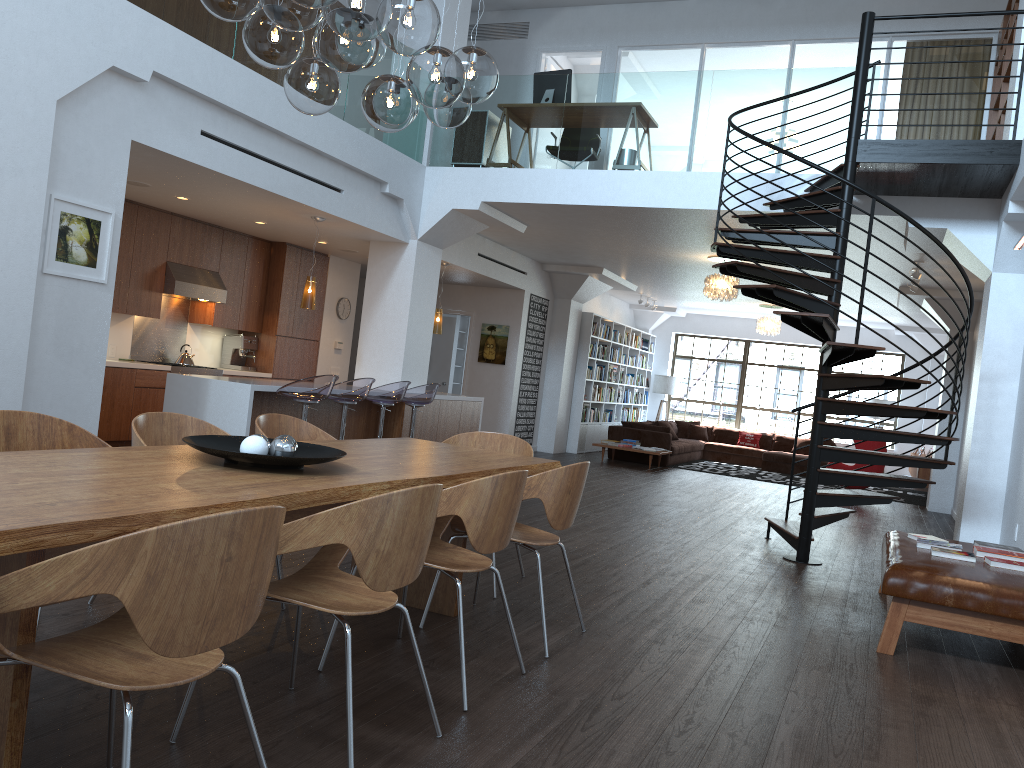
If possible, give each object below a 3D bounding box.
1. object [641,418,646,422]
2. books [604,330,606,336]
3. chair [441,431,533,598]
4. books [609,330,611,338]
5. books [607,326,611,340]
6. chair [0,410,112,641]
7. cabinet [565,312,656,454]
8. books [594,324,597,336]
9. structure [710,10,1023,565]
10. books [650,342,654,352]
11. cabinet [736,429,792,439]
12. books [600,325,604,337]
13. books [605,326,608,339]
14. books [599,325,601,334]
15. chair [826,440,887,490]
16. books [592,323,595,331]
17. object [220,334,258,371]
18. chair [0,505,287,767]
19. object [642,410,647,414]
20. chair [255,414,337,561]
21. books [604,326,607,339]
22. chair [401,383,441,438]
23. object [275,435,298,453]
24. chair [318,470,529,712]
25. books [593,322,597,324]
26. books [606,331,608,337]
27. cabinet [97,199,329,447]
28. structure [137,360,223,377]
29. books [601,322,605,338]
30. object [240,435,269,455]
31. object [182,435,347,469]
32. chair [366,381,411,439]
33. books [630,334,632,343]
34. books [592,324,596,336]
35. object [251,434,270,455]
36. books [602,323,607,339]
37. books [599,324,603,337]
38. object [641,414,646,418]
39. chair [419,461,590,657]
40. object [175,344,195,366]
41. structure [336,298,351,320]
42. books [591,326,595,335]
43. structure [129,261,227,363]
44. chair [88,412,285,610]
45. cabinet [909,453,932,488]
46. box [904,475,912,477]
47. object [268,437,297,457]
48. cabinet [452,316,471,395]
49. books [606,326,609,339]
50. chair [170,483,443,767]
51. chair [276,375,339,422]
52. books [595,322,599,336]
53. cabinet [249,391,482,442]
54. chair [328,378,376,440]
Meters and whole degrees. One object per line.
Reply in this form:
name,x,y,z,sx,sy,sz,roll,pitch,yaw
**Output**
object,2.673,0.757,19.046,0.331,0.088,0.410,7,1,23
books,1.587,-0.920,15.880,0.161,0.222,0.083,7,1,23
chair,-0.218,0.699,5.068,0.629,0.833,0.618,7,1,18
books,1.706,-0.916,16.182,0.167,0.233,0.077,7,1,23
books,1.688,-0.928,16.114,0.182,0.255,0.077,7,1,23
chair,-1.673,0.542,3.194,0.618,0.833,0.629,7,1,23
cabinet,1.900,0.048,17.211,0.461,2.414,4.500,7,1,23
books,1.374,-0.944,15.364,0.161,0.222,0.084,7,1,23
structure,2.560,-0.760,7.019,1.998,4.352,1.998,7,1,-16
books,2.979,-0.790,19.183,0.140,0.231,0.042,7,1,23
cabinet,5.320,1.345,18.322,1.520,0.625,0.350,7,1,23
books,1.515,-0.938,15.706,0.174,0.242,0.105,7,1,23
books,1.620,-0.932,15.938,0.182,0.253,0.098,7,1,23
books,1.468,-0.932,15.588,0.161,0.222,0.084,7,1,23
chair,5.047,1.168,12.983,0.798,1.006,0.801,6,1,-42
books,1.299,-0.947,15.190,0.182,0.215,0.188,7,1,23
object,-3.322,-0.389,10.993,0.439,0.455,0.284,7,1,23
chair,-0.872,0.648,2.014,0.618,0.833,0.629,7,1,23
object,2.687,0.582,19.048,0.316,0.088,0.410,7,1,23
chair,-1.060,0.603,4.610,0.618,0.833,0.629,7,1,21
books,1.605,-0.932,15.908,0.159,0.248,0.089,7,1,23
chair,-1.041,0.471,9.226,0.481,1.014,0.530,7,1,25
object,-0.859,0.240,3.344,0.100,0.100,0.100,7,1,-22
chair,-0.281,0.705,3.439,0.618,0.833,0.629,7,1,24
books,1.380,-0.956,15.395,0.159,0.248,0.089,7,1,23
books,1.629,-0.933,15.985,0.182,0.255,0.077,7,1,23
cabinet,-3.873,-0.614,9.508,0.598,2.499,5.299,7,1,23
structure,-3.772,0.239,9.922,0.662,0.919,0.811,7,1,23
books,1.547,-0.960,15.789,0.176,0.293,0.125,7,1,23
object,-0.930,0.235,3.201,0.100,0.100,0.100,7,1,-22
object,-0.916,0.262,3.295,0.592,0.066,0.592,7,1,-19
chair,-1.285,0.447,8.645,0.481,1.014,0.530,7,1,21
books,2.246,-0.871,17.464,0.189,0.247,0.057,7,1,23
books,1.359,-0.943,15.333,0.161,0.218,0.101,7,1,23
object,-0.949,0.236,3.302,0.100,0.100,0.100,7,1,-22
books,1.567,-0.957,15.848,0.197,0.290,0.136,7,1,23
books,1.492,-0.945,15.658,0.170,0.251,0.118,7,1,23
object,2.683,0.670,19.046,0.331,0.088,0.410,7,1,23
chair,0.021,0.734,4.144,0.617,0.830,0.629,7,1,23
object,-3.750,-0.341,10.196,0.222,0.235,0.222,7,0,-2
structure,-2.318,-1.038,12.212,0.040,0.300,0.300,7,1,23
books,1.325,-0.941,15.277,0.167,0.210,0.162,7,1,23
structure,-3.714,-0.764,9.939,0.529,1.110,0.811,7,1,23
chair,-1.378,0.571,3.898,0.618,0.833,0.629,7,1,23
cabinet,7.035,1.438,15.001,0.459,0.350,4.501,7,1,23
box,7.743,1.874,17.272,0.228,0.165,0.368,7,1,23
object,-0.839,0.244,3.244,0.100,0.100,0.100,7,1,-22
cabinet,-1.314,-0.610,15.640,0.527,2.991,2.630,7,1,23
books,1.650,-0.926,16.019,0.174,0.243,0.085,7,1,23
chair,-0.559,0.679,2.728,0.618,0.833,0.629,7,1,23
chair,-1.765,0.400,7.471,0.481,1.014,0.530,7,1,25
books,1.398,-0.957,15.435,0.170,0.251,0.118,7,1,23
cabinet,-1.713,0.491,9.558,0.898,0.796,4.493,7,1,23
chair,-1.546,0.421,8.064,0.481,1.014,0.530,7,1,21
